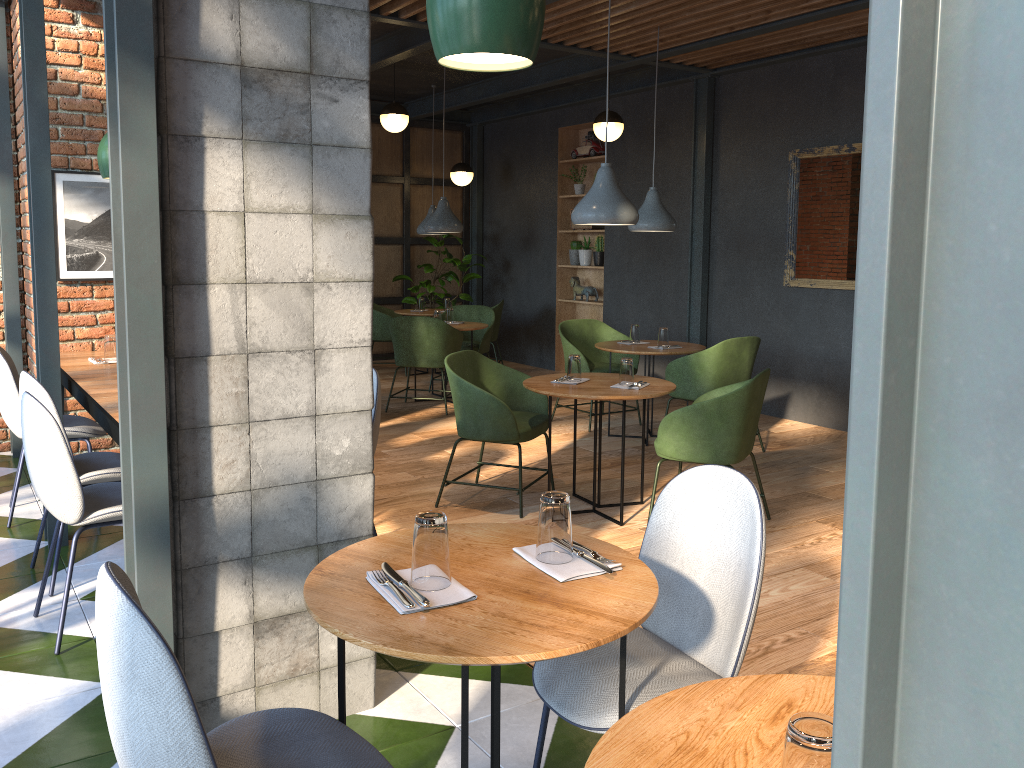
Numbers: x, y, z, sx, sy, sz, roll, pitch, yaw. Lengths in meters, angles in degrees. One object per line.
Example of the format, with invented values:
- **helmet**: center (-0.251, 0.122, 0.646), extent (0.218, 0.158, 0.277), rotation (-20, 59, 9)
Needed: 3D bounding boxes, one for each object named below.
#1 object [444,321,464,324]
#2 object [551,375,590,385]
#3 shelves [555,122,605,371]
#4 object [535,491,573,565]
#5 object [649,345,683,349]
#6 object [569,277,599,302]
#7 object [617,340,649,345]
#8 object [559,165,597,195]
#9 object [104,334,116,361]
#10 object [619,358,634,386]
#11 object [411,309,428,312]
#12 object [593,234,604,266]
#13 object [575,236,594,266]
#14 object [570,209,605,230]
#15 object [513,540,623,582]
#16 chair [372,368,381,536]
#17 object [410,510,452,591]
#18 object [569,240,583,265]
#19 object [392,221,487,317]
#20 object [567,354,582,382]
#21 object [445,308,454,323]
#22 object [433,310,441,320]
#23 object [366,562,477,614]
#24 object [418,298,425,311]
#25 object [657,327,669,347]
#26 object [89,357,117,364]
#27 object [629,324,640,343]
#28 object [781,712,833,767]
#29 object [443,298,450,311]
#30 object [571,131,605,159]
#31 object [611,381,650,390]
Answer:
- **object**: center (-0.549, -0.572, 8.215), extent (0.243, 0.019, 0.158), rotation (4, 9, 21)
- **object**: center (0.320, -0.026, 4.768), extent (0.157, 0.019, 0.244), rotation (5, 10, 25)
- **shelves**: center (0.848, -1.434, 9.629), extent (0.285, 2.692, 0.839), rotation (-4, 8, -33)
- **object**: center (0.090, 0.299, 1.863), extent (0.080, 0.137, 0.080), rotation (4, 8, 25)
- **object**: center (1.095, -0.270, 6.377), extent (0.243, 0.019, 0.158), rotation (-5, 11, -34)
- **object**: center (0.788, -1.040, 9.690), extent (0.151, 0.256, 0.524), rotation (-4, 9, -33)
- **object**: center (0.923, -0.316, 6.662), extent (0.243, 0.019, 0.158), rotation (-5, 11, -34)
- **object**: center (0.766, -2.213, 9.576), extent (0.538, 0.327, 0.175), rotation (6, 9, 36)
- **object**: center (-2.166, -0.197, 4.789), extent (0.080, 0.137, 0.080), rotation (-1, 7, -12)
- **object**: center (0.598, -0.066, 4.620), extent (0.080, 0.137, 0.080), rotation (6, 9, 38)
- **object**: center (-1.015, -0.814, 9.737), extent (0.157, 0.019, 0.244), rotation (2, 9, 11)
- **object**: center (0.931, -1.425, 9.415), extent (0.143, 0.348, 0.144), rotation (-1, 7, -16)
- **object**: center (0.798, -1.447, 9.614), extent (0.213, 0.328, 0.233), rotation (-3, 8, -27)
- **object**: center (0.823, -1.790, 9.625), extent (0.199, 0.240, 0.342), rotation (-5, 10, -38)
- **object**: center (0.120, 0.366, 1.863), extent (0.157, 0.019, 0.244), rotation (-4, 10, -28)
- **chair**: center (-0.805, 0.382, 3.721), extent (0.508, 0.883, 0.420), rotation (-5, 8, -37)
- **object**: center (-0.157, 0.320, 1.716), extent (0.080, 0.137, 0.080), rotation (5, 8, 35)
- **object**: center (0.711, -1.462, 9.814), extent (0.190, 0.294, 0.173), rotation (5, 8, 30)
- **object**: center (-0.816, -1.130, 10.481), extent (1.057, 1.785, 0.725), rotation (-2, 7, -23)
- **object**: center (0.333, -0.086, 4.732), extent (0.080, 0.137, 0.080), rotation (6, 9, 38)
- **object**: center (-0.576, -0.636, 8.194), extent (0.080, 0.137, 0.080), rotation (1, 7, 4)
- **object**: center (-0.668, -0.594, 7.922), extent (0.080, 0.137, 0.080), rotation (1, 7, 4)
- **object**: center (-0.184, 0.385, 1.723), extent (0.157, 0.019, 0.244), rotation (-4, 10, -28)
- **object**: center (-0.994, -0.877, 9.713), extent (0.080, 0.137, 0.080), rotation (5, 8, 34)
- **object**: center (1.092, -0.339, 6.395), extent (0.080, 0.137, 0.080), rotation (3, 7, 19)
- **object**: center (-2.198, -0.133, 4.800), extent (0.158, 0.019, 0.244), rotation (-6, 11, -34)
- **object**: center (0.919, -0.377, 6.624), extent (0.080, 0.137, 0.080), rotation (3, 7, 19)
- **object**: center (0.332, 0.440, 0.975), extent (0.080, 0.137, 0.080), rotation (-2, 8, -23)
- **object**: center (-0.709, -0.867, 9.671), extent (0.080, 0.137, 0.080), rotation (-3, 8, -25)
- **object**: center (0.840, -2.559, 9.492), extent (0.204, 0.283, 0.519), rotation (-4, 9, -33)
- **object**: center (0.613, 0.002, 4.606), extent (0.157, 0.019, 0.244), rotation (5, 10, 25)
